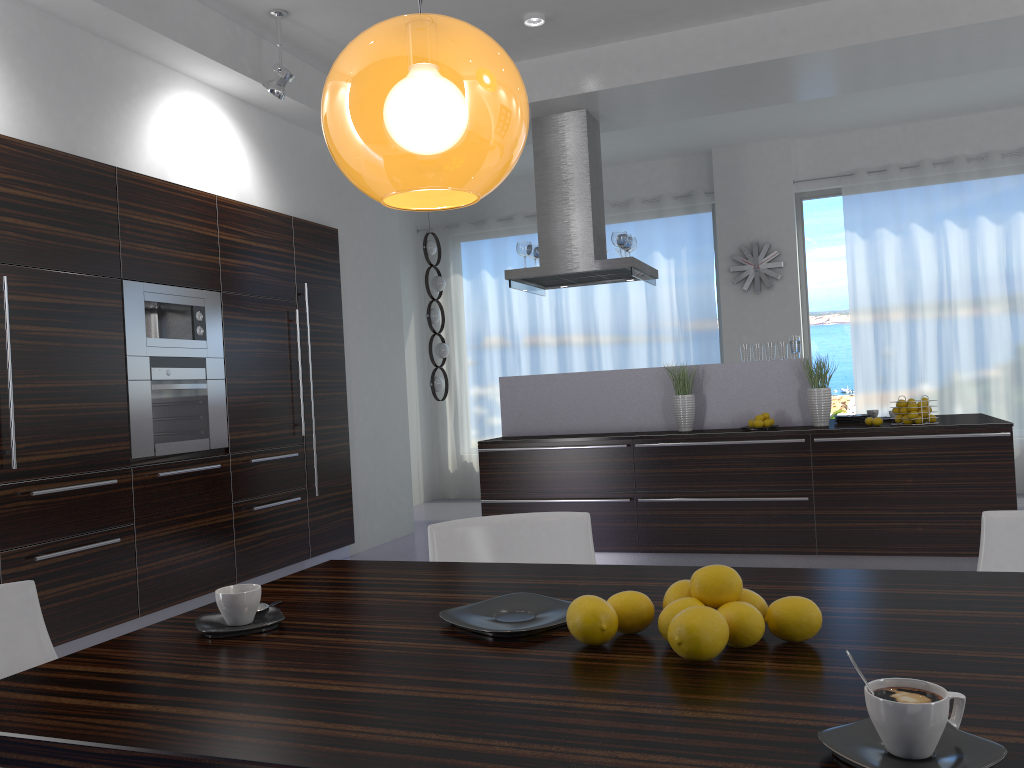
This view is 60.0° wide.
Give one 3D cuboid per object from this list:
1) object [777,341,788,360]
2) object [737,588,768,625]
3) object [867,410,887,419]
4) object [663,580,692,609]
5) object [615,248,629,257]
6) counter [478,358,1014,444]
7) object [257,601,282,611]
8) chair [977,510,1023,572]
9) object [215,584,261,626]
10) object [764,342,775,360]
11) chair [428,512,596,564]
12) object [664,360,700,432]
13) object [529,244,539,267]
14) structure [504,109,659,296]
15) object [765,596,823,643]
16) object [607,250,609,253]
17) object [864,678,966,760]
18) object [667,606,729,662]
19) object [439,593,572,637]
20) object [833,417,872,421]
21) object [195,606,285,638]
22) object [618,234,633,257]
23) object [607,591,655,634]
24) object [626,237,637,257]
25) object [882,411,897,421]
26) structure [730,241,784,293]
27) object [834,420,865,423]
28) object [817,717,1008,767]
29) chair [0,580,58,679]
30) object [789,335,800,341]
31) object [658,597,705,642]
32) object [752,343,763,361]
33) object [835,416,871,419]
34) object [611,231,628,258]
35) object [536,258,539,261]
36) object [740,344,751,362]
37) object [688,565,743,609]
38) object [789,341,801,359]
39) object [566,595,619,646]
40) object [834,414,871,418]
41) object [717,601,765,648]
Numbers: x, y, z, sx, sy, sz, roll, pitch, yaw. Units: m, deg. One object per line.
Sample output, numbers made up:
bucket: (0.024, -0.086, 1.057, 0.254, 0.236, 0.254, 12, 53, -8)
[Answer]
object: (1.816, -0.223, 5.945, 0.071, 0.119, 0.072, -3, -1, -29)
object: (0.373, 0.364, 1.424, 0.070, 0.068, 0.083, -3, 0, -10)
object: (2.503, 0.215, 6.152, 0.153, 0.069, 0.153, -3, -1, -36)
object: (0.287, 0.363, 1.454, 0.076, 0.080, 0.094, -3, -1, 22)
object: (0.893, -0.991, 7.078, 0.137, 0.174, 0.137, -3, 0, -14)
counter: (1.537, 0.505, 6.195, 3.291, 1.300, 1.302, -3, -1, 21)
object: (-0.480, 0.432, 1.743, 0.032, 0.028, 0.155, -3, 0, 2)
chair: (1.258, 0.734, 2.046, 0.620, 0.805, 0.508, -3, -1, -34)
object: (-0.509, 0.409, 1.639, 0.081, 0.064, 0.101, -3, -1, -43)
object: (1.740, -0.219, 5.973, 0.071, 0.119, 0.072, -3, -1, -29)
chair: (0.047, 0.805, 2.516, 0.508, 0.805, 0.620, -3, 0, -9)
object: (1.146, 0.069, 5.989, 0.269, 0.502, 0.247, -3, -1, 21)
object: (0.181, -0.976, 6.929, 0.125, 0.221, 0.125, -3, -1, -44)
structure: (0.535, -1.372, 6.918, 0.981, 1.231, 0.915, -3, -1, 21)
object: (0.431, 0.360, 1.357, 0.083, 0.068, 0.070, -3, -1, 25)
object: (0.716, -0.981, 7.146, 0.137, 0.174, 0.137, -3, 0, -14)
object: (0.420, 0.352, 0.934, 0.101, 0.064, 0.081, -3, -1, -44)
object: (0.272, 0.364, 1.292, 0.094, 0.077, 0.079, -3, -1, -25)
object: (0.006, 0.412, 1.575, 0.232, 0.020, 0.232, -3, -1, -41)
object: (2.291, 0.239, 5.965, 0.232, 0.020, 0.232, -3, -1, 29)
object: (-0.500, 0.440, 1.632, 0.154, 0.020, 0.154, -3, -1, -23)
object: (0.854, -1.016, 6.699, 0.125, 0.221, 0.125, -3, -1, -44)
object: (0.191, 0.374, 1.452, 0.083, 0.068, 0.070, -3, -1, 25)
object: (0.906, -1.017, 6.836, 0.125, 0.221, 0.125, -3, -1, -44)
object: (2.542, 0.211, 5.882, 0.153, 0.069, 0.153, -3, 0, -6)
structure: (2.396, -1.147, 8.688, 0.505, 0.505, 0.076, -3, -1, 21)
object: (2.292, 0.249, 5.965, 0.232, 0.020, 0.232, -3, -1, 29)
object: (0.415, 0.383, 0.926, 0.154, 0.020, 0.154, -3, -1, -24)
chair: (-1.012, 0.859, 1.835, 0.620, 0.805, 0.508, -3, 0, 16)
object: (1.889, -0.266, 5.916, 0.071, 0.119, 0.072, -3, -1, -29)
object: (0.266, 0.368, 1.373, 0.081, 0.071, 0.069, -3, 0, -2)
object: (1.665, -0.214, 6.002, 0.071, 0.119, 0.072, -3, -1, -29)
object: (2.291, 0.229, 5.965, 0.232, 0.020, 0.232, -3, -1, 24)
object: (0.799, -1.014, 6.551, 0.125, 0.221, 0.125, -3, -1, -44)
object: (0.236, -0.978, 7.077, 0.125, 0.221, 0.125, -3, -1, -44)
object: (1.589, -0.210, 6.030, 0.072, 0.119, 0.071, -3, 0, -19)
object: (0.322, 0.321, 1.402, 0.083, 0.068, 0.070, -3, -1, 25)
object: (1.891, -0.227, 5.916, 0.071, 0.119, 0.072, -3, -1, -29)
object: (0.126, 0.373, 1.397, 0.079, 0.077, 0.094, -3, 0, -5)
object: (2.155, 0.164, 6.100, 0.269, 0.147, 0.646, -3, -1, -44)
object: (0.343, 0.365, 1.345, 0.070, 0.068, 0.083, -3, 0, -10)
